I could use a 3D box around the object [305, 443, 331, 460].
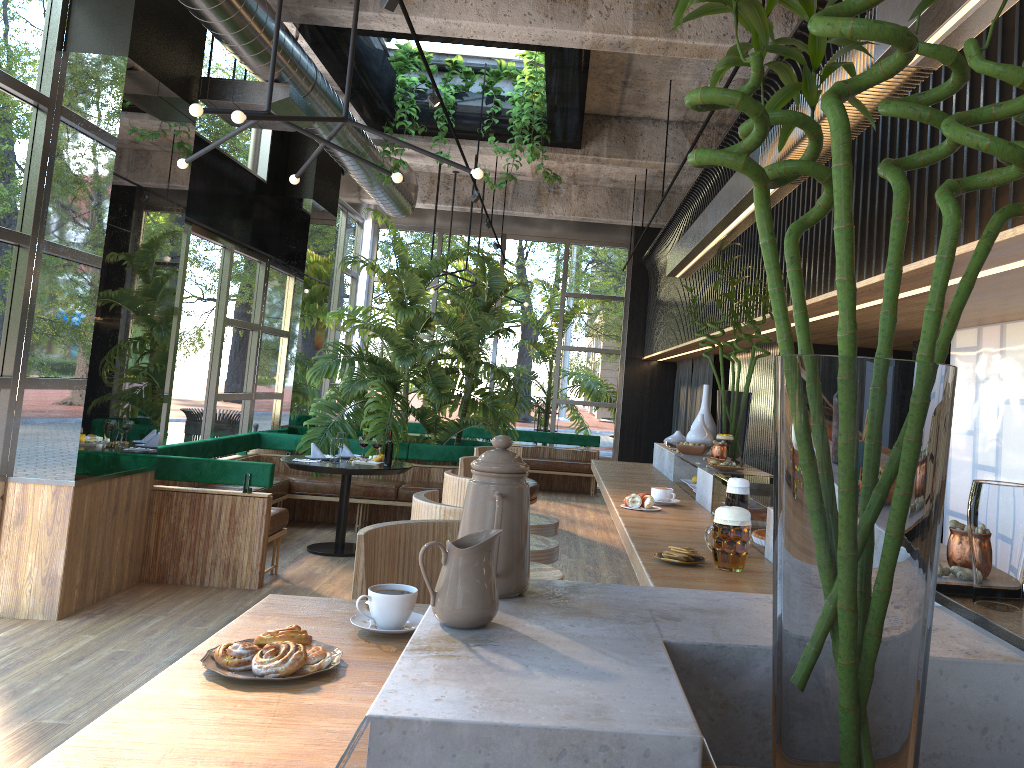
[{"bbox_3d":[-1.653,0.580,7.634,0.238,0.139,0.226,5,-1,-16],"label":"object"}]

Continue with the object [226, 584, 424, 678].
[{"bbox_3d":[-0.321,0.405,1.523,0.174,0.073,0.432,4,0,36],"label":"object"}]

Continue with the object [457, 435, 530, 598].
[{"bbox_3d":[-0.028,0.196,1.360,0.123,0.235,0.206,7,-4,-31],"label":"object"}]

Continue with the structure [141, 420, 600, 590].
[{"bbox_3d":[0.083,0.752,3.304,6.039,1.555,20.013,4,0,2],"label":"structure"}]

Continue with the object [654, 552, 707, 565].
[{"bbox_3d":[0.474,0.496,2.507,0.155,0.013,0.144,4,0,-28],"label":"object"}]

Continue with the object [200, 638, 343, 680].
[{"bbox_3d":[-0.372,0.431,1.384,0.197,0.013,0.214,4,0,37],"label":"object"}]

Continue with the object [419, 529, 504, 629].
[{"bbox_3d":[-0.064,0.250,1.156,0.099,0.120,0.087,4,-3,9],"label":"object"}]

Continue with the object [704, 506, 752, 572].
[{"bbox_3d":[0.607,0.426,2.473,0.112,0.172,0.135,5,-3,-5],"label":"object"}]

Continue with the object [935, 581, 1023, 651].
[{"bbox_3d":[0.849,0.370,1.384,0.273,0.019,0.435,4,0,1],"label":"object"}]

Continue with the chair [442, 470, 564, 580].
[{"bbox_3d":[-0.057,0.883,3.809,0.529,0.975,0.562,3,-4,24],"label":"chair"}]

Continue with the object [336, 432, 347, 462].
[{"bbox_3d":[-1.457,0.536,7.546,0.095,0.246,0.090,6,-5,-16],"label":"object"}]

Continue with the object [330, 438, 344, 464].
[{"bbox_3d":[-1.460,0.554,7.377,0.101,0.210,0.109,2,-5,35],"label":"object"}]

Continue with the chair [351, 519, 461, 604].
[{"bbox_3d":[-0.154,0.875,2.230,0.570,0.975,0.521,8,-5,-42],"label":"chair"}]

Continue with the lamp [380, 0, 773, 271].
[{"bbox_3d":[-0.244,-2.200,8.041,3.801,1.538,9.965,4,0,0],"label":"lamp"}]

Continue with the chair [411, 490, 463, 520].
[{"bbox_3d":[-0.102,0.879,2.997,0.570,0.975,0.521,8,-5,-39],"label":"chair"}]

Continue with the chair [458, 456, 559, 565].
[{"bbox_3d":[-0.036,0.885,4.556,0.565,0.975,0.526,6,-4,-24],"label":"chair"}]

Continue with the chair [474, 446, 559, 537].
[{"bbox_3d":[0.006,0.888,5.362,0.539,0.975,0.552,4,-4,11],"label":"chair"}]

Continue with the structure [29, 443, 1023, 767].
[{"bbox_3d":[2.440,0.836,2.512,5.855,1.738,7.089,4,0,1],"label":"structure"}]

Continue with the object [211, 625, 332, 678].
[{"bbox_3d":[-0.367,0.412,1.379,0.160,0.053,0.155,5,-1,-45],"label":"object"}]

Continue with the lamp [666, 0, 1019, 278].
[{"bbox_3d":[2.274,-1.705,2.866,5.018,2.142,6.664,4,0,-5],"label":"lamp"}]

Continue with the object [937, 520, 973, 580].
[{"bbox_3d":[0.897,0.328,1.777,0.160,0.107,0.086,6,-3,-43],"label":"object"}]

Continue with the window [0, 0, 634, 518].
[{"bbox_3d":[-0.824,-1.806,3.472,4.146,6.522,20.260,4,0,3],"label":"window"}]

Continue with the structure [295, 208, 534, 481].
[{"bbox_3d":[-1.047,-0.222,10.016,2.483,3.455,2.600,5,-3,-14],"label":"structure"}]

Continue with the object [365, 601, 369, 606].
[{"bbox_3d":[-0.265,0.432,1.721,0.030,0.027,0.131,5,-1,-20],"label":"object"}]

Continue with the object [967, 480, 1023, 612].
[{"bbox_3d":[0.827,0.273,1.506,0.110,0.210,0.100,8,-6,-44],"label":"object"}]

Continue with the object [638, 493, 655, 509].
[{"bbox_3d":[0.543,0.475,3.626,0.072,0.060,0.126,6,-1,-30],"label":"object"}]

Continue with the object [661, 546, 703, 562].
[{"bbox_3d":[0.478,0.481,2.510,0.093,0.041,0.147,4,-1,35],"label":"object"}]

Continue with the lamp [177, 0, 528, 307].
[{"bbox_3d":[0.528,-1.983,3.785,5.093,1.831,18.809,4,0,3],"label":"lamp"}]

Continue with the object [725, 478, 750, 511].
[{"bbox_3d":[0.682,0.401,2.696,0.071,0.233,0.077,2,-5,33],"label":"object"}]

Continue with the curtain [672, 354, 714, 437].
[{"bbox_3d":[2.279,0.657,11.503,0.122,2.068,3.257,4,-1,3],"label":"curtain"}]

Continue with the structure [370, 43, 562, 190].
[{"bbox_3d":[-0.277,-2.605,8.798,2.091,1.524,1.459,3,-3,29],"label":"structure"}]
